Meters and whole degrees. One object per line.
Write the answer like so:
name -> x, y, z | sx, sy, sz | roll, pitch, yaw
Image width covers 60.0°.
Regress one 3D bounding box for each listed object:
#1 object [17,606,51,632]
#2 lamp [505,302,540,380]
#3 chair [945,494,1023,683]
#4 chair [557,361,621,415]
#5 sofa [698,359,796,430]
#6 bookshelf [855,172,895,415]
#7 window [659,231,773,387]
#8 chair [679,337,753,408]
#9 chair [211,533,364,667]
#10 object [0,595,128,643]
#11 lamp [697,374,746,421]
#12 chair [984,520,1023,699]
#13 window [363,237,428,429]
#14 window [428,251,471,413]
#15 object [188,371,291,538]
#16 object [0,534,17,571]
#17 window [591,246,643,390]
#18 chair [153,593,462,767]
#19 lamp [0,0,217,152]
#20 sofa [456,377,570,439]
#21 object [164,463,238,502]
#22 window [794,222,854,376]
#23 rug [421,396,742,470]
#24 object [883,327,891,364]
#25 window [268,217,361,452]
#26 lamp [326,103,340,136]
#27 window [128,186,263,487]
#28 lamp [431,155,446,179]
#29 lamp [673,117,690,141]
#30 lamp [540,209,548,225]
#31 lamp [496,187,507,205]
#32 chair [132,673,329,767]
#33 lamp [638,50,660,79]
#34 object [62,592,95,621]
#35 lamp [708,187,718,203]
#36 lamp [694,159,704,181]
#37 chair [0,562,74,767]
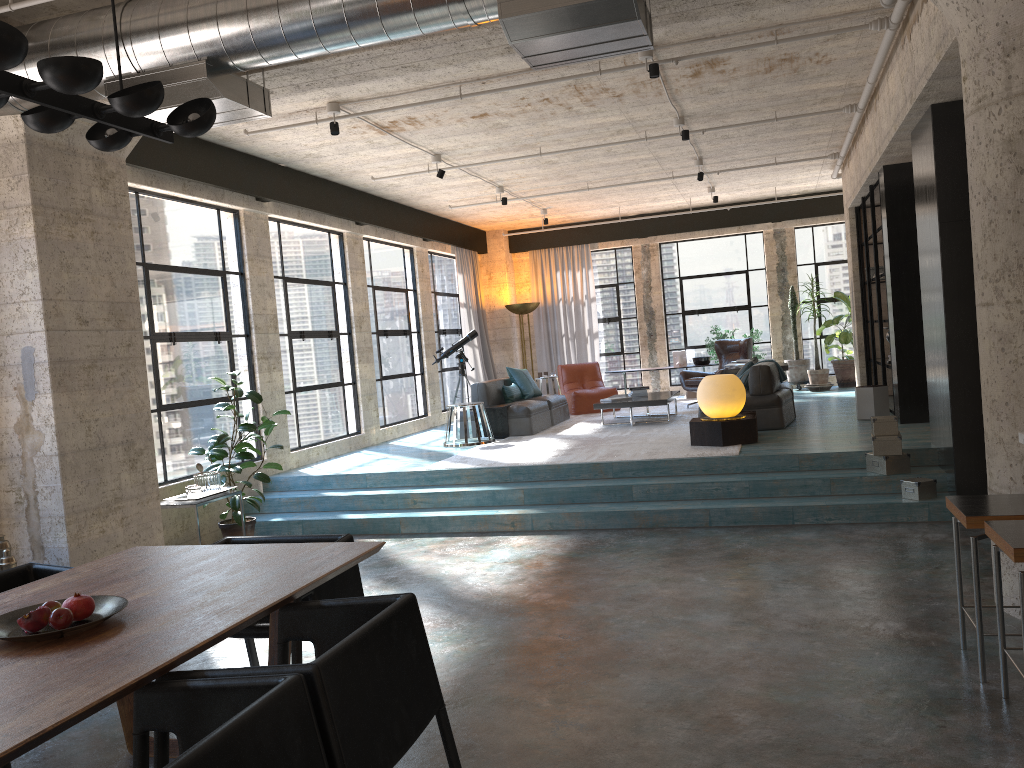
object -> -1.519, 0.751, 2.835 | 0.110, 0.082, 0.088 | -6, 3, -33
lamp -> 0.255, -0.471, 15.339 | 0.619, 1.822, 0.619 | -4, 2, 17
chair -> 2.156, 0.857, 3.776 | 0.450, 0.698, 0.450 | -4, 2, 17
chair -> 1.152, 0.055, 13.684 | 0.801, 0.759, 0.920 | -5, 2, -13
sofa -> 2.716, 0.092, 10.202 | 1.019, 0.680, 2.063 | -4, 2, 17
bookshelf -> 4.577, -1.011, 10.427 | 0.628, 2.571, 2.900 | -4, 2, 17
window -> 3.534, -1.276, 15.351 | 1.780, 2.530, 0.081 | -4, 2, 17
chair -> 3.005, -0.163, 12.741 | 0.975, 0.940, 0.820 | -6, 3, -33
chair -> -1.114, 1.105, 4.050 | 0.707, 0.738, 0.754 | -4, 2, 17
object -> -1.478, 0.754, 2.872 | 0.435, 0.079, 0.435 | -7, 3, -37
lamp -> 2.016, 0.122, 8.542 | 0.462, 0.417, 0.462 | -3, 3, 45
chair -> 2.049, 0.887, 3.242 | 0.450, 0.698, 0.450 | -4, 2, 17
window -> -1.639, -0.716, 12.429 | 0.081, 2.530, 1.780 | -4, 2, 17
window -> -1.001, -0.858, 14.576 | 0.081, 2.530, 1.780 | -4, 2, 17
object -> -2.364, 0.664, 7.658 | 0.886, 1.552, 0.514 | -5, 2, 4
object -> -3.085, 1.069, 5.427 | 0.415, 0.333, 0.248 | -7, 3, -37
window -> 1.391, -1.119, 15.998 | 1.780, 2.530, 0.081 | -4, 2, 17
chair -> -0.623, 1.114, 2.785 | 0.754, 0.738, 0.707 | -4, 2, 17
lamp -> -1.713, -1.565, 2.766 | 0.583, 1.327, 1.813 | -4, 2, 17
sofa -> 0.039, 0.252, 11.886 | 1.019, 0.680, 2.063 | -4, 2, 17
object -> -2.489, 0.775, 7.090 | 0.327, 0.253, 0.546 | -4, 2, 17
window -> 5.678, -1.432, 14.705 | 1.780, 2.530, 0.081 | -4, 2, 17
rug -> 1.635, 0.460, 11.749 | 2.954, 0.032, 7.768 | -4, 2, 17
object -> 4.398, -0.450, 10.258 | 0.218, 0.433, 0.218 | -5, 2, 9
window -> -2.276, -0.575, 10.282 | 0.081, 2.530, 1.780 | -4, 2, 17
lamp -> -1.457, -2.175, 7.294 | 0.107, 0.236, 0.145 | -5, 2, 0
window -> -2.914, -0.433, 8.135 | 0.081, 2.530, 1.780 | -4, 2, 17
lamp -> -0.784, -2.313, 9.490 | 0.144, 0.252, 0.107 | -5, 2, 1
lamp -> 1.670, -2.511, 8.748 | 0.141, 0.215, 0.107 | -5, 2, -1
lamp -> 0.518, -2.619, 13.918 | 0.107, 0.223, 0.143 | -3, 3, 40
lamp -> -0.139, -2.472, 11.691 | 0.143, 0.223, 0.107 | -7, 3, -39
chair -> -0.840, 1.161, 2.086 | 0.754, 0.738, 0.707 | -4, 2, 17
lamp -> 1.007, -2.364, 6.539 | 0.141, 0.215, 0.107 | -5, 2, -1
object -> -1.482, 0.740, 2.896 | 0.219, 0.097, 0.100 | -6, 3, -30
lamp -> 2.981, -2.797, 13.153 | 0.143, 0.223, 0.107 | -4, 3, 30
lamp -> 2.323, -2.638, 10.960 | 0.144, 0.252, 0.107 | -7, 3, -41
chair -> -2.114, 1.202, 3.740 | 0.754, 0.738, 0.707 | -4, 2, 22
